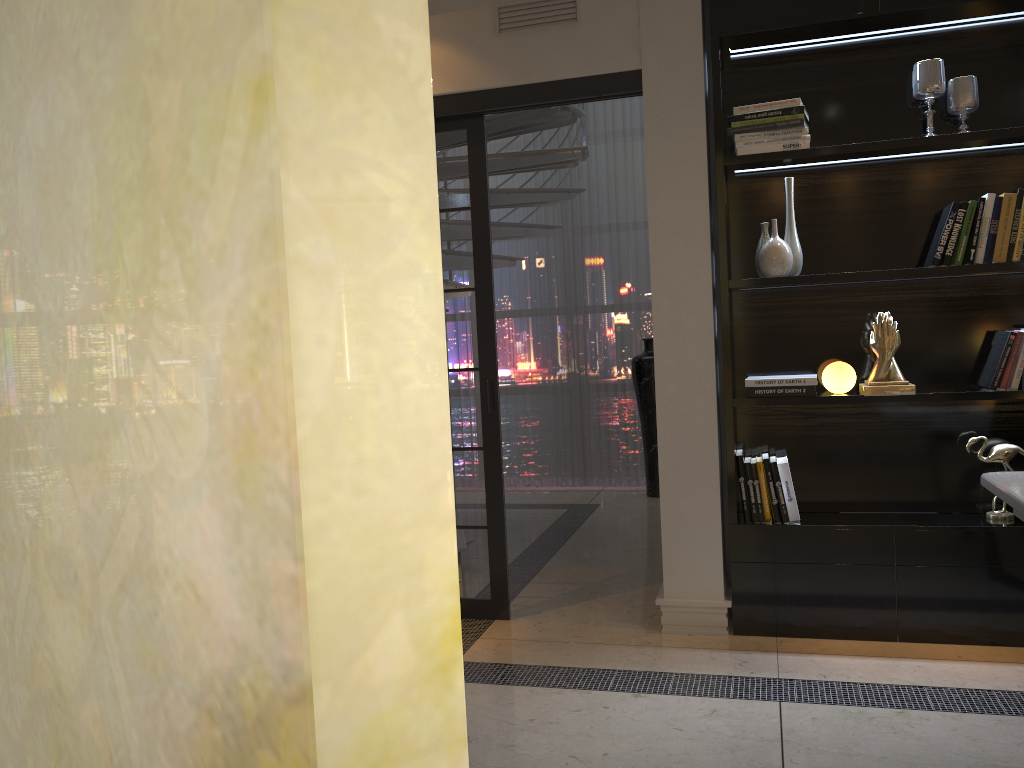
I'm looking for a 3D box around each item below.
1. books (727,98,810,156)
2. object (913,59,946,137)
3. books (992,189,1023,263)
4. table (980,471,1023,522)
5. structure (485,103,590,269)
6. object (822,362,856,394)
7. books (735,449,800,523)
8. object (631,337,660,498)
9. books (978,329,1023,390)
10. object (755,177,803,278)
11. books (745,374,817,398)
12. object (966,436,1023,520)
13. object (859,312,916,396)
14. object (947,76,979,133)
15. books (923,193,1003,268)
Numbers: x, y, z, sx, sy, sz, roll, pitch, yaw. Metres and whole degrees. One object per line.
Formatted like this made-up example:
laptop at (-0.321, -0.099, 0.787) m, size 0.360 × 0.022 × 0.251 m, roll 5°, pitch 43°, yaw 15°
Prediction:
books at (1.009, -0.980, 3.459) m, size 0.302 × 0.188 × 0.259 m, roll -2°, pitch 3°, yaw 23°
object at (1.576, -1.058, 3.346) m, size 0.111 × 0.301 × 0.111 m, roll -2°, pitch 3°, yaw 12°
books at (1.882, -0.576, 3.259) m, size 0.252 × 0.261 × 0.212 m, roll -2°, pitch 3°, yaw 16°
table at (2.642, 0.618, 1.546) m, size 3.031 × 0.759 × 1.293 m, roll -2°, pitch 3°, yaw 16°
structure at (-1.221, -1.075, 5.489) m, size 3.425 × 4.134 × 1.964 m, roll -2°, pitch 3°, yaw 16°
object at (1.267, -0.024, 3.437) m, size 0.125 × 0.125 × 0.125 m, roll -5°, pitch 3°, yaw -35°
books at (1.022, 0.403, 3.548) m, size 0.236 × 0.270 × 0.210 m, roll -2°, pitch 3°, yaw 15°
object at (1.056, 0.243, 6.524) m, size 0.327 × 1.173 × 0.327 m, roll -3°, pitch 3°, yaw -12°
books at (1.894, -0.100, 3.283) m, size 0.284 × 0.232 × 0.182 m, roll -2°, pitch 3°, yaw 19°
object at (1.033, -0.609, 3.455) m, size 0.180 × 0.395 × 0.210 m, roll -2°, pitch 3°, yaw 19°
books at (1.069, 0.008, 3.514) m, size 0.266 × 0.073 × 0.209 m, roll -2°, pitch 3°, yaw 19°
object at (1.833, 0.350, 3.348) m, size 0.193 × 0.310 × 0.092 m, roll 0°, pitch 4°, yaw 40°
object at (1.418, -0.118, 3.368) m, size 0.177 × 0.311 × 0.177 m, roll -2°, pitch 3°, yaw 16°
object at (1.684, -1.023, 3.311) m, size 0.104 × 0.224 × 0.104 m, roll -2°, pitch 3°, yaw 18°
books at (1.681, -0.566, 3.316) m, size 0.245 × 0.256 × 0.207 m, roll -2°, pitch 3°, yaw 15°
